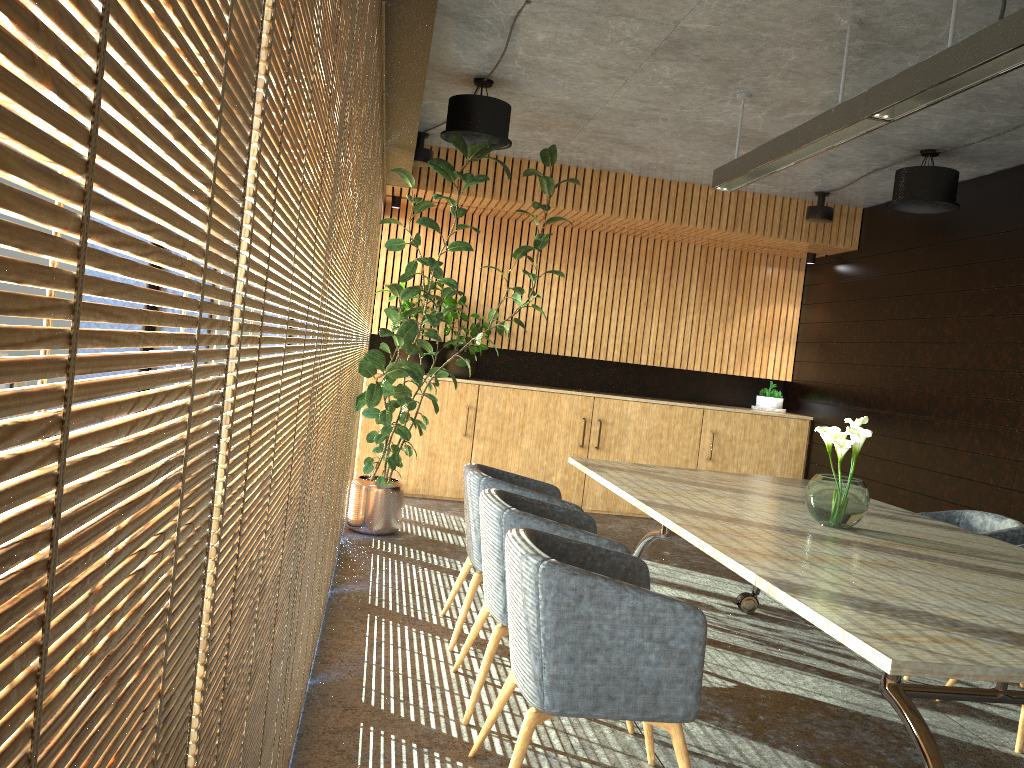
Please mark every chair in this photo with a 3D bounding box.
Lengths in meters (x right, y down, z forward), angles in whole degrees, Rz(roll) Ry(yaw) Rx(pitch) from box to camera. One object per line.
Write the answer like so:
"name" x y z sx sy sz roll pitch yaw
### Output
"chair" 0.299 1.040 3.205 0.761 0.944 0.706 6 2 -8
"chair" 2.605 1.231 5.361 0.761 0.944 0.706 6 2 -8
"chair" 2.731 1.274 4.471 0.761 0.944 0.706 6 2 -8
"chair" 0.046 0.955 4.985 0.761 0.944 0.706 6 2 -8
"chair" 0.173 0.997 4.095 0.761 0.944 0.706 6 2 -8

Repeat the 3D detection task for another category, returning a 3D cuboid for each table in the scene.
"table" 1.508 1.149 4.292 1.816 0.927 3.932 6 2 -8

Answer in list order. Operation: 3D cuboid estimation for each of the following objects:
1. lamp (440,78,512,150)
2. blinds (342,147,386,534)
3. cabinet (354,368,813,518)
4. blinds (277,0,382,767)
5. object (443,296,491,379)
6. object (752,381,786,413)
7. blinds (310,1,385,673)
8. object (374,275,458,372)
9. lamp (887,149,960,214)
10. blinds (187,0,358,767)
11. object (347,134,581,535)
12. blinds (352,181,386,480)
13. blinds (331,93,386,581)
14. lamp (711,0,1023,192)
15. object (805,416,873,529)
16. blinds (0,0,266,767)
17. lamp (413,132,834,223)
"lamp" -0.232 -1.946 6.323 0.513 0.497 0.513 5 2 -38
"blinds" -1.265 -0.368 7.597 0.039 3.038 1.422 6 2 -8
"cabinet" 0.746 0.716 9.821 4.954 1.272 1.006 6 2 -8
"blinds" 0.104 0.024 0.735 1.388 3.075 6.486 6 2 -27
"object" -0.558 -0.503 9.475 0.679 0.880 0.512 6 2 -5
"object" 2.964 0.141 10.181 0.384 0.347 0.384 7 2 14
"blinds" -0.849 -0.228 4.668 0.039 3.038 1.422 6 2 -8
"object" -1.055 -0.644 9.413 0.666 1.054 0.640 8 2 33
"lamp" 3.189 -1.576 6.826 0.513 0.497 0.513 7 2 21
"blinds" -0.440 -0.090 1.784 0.039 3.038 1.422 6 2 -8
"object" -0.745 -0.373 7.128 1.958 3.266 1.875 7 2 30
"blinds" -1.471 -0.438 9.049 0.039 3.038 1.422 6 2 -8
"blinds" -1.055 -0.297 6.120 0.039 3.038 1.422 6 2 -8
"lamp" 1.783 -1.564 4.214 0.151 0.618 4.009 6 2 -8
"object" 1.584 0.417 4.289 0.295 0.546 0.322 6 2 2
"blinds" -0.234 -0.020 0.332 0.039 3.038 1.422 6 2 -8
"lamp" 1.089 -1.950 8.387 4.179 0.294 0.257 6 2 -8
